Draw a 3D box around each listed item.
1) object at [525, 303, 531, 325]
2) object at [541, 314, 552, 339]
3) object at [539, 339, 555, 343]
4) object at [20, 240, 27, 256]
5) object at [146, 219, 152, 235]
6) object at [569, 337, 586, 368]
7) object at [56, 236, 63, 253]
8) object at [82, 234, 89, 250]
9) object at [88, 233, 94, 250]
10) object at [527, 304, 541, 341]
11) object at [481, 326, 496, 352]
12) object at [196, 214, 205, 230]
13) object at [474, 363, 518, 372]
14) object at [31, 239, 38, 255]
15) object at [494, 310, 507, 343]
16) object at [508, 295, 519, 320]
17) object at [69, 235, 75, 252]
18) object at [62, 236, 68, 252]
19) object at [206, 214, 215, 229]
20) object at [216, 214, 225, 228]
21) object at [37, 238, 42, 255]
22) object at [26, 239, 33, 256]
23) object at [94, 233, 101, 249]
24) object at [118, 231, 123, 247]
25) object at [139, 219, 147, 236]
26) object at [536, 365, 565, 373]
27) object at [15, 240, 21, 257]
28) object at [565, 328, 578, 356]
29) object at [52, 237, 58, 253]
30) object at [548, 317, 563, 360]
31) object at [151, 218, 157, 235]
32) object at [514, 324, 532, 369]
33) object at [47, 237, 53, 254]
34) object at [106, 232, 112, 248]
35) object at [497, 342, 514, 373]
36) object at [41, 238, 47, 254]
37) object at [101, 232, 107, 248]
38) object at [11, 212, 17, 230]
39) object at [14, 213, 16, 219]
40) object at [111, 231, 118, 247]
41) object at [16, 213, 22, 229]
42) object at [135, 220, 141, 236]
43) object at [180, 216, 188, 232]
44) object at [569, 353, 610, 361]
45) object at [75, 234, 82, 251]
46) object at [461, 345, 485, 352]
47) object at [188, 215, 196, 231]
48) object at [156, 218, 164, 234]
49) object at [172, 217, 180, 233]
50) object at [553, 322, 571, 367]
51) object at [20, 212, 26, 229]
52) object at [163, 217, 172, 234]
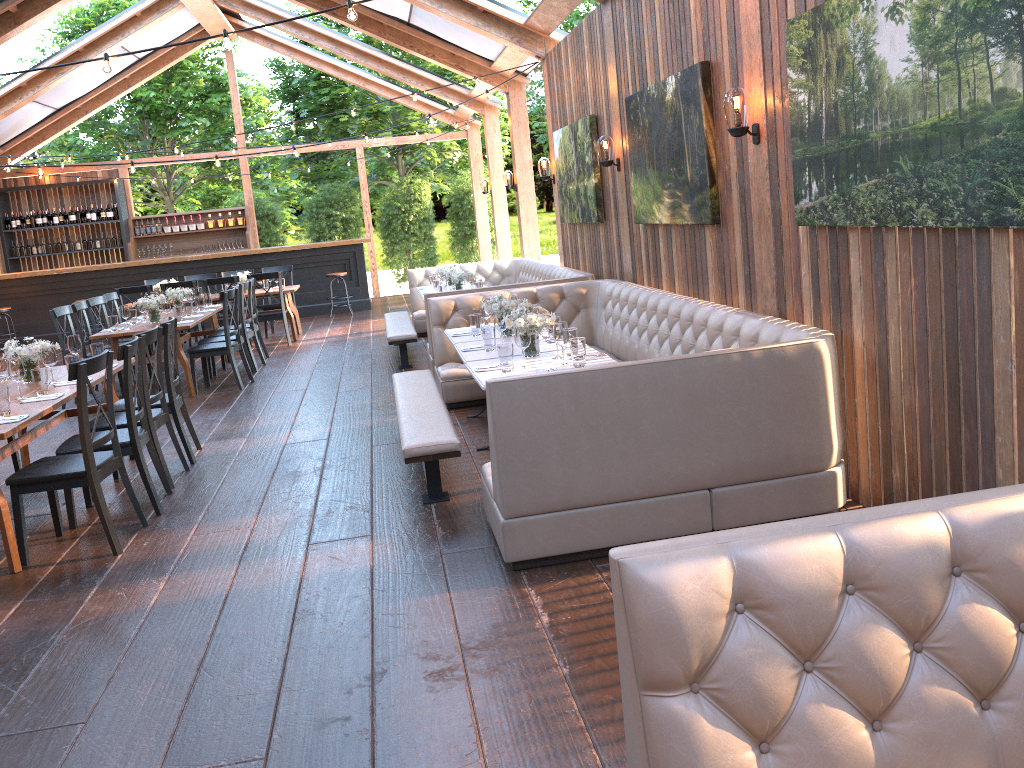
[{"bbox_3d":[0.105,-0.536,6.813,0.092,0.157,0.092,-9,9,-21],"label":"object"},{"bbox_3d":[0.233,-0.391,6.026,0.092,0.157,0.092,-9,9,-21],"label":"object"},{"bbox_3d":[0.309,-0.298,5.879,0.255,0.019,0.159,-7,11,-8],"label":"object"},{"bbox_3d":[-9.238,-2.567,16.701,0.095,0.306,0.094,-13,11,-42],"label":"object"},{"bbox_3d":[-7.101,-3.069,17.290,0.094,0.315,0.095,-7,8,-13],"label":"object"},{"bbox_3d":[0.365,-0.172,4.869,0.092,0.157,0.092,-9,9,-21],"label":"object"},{"bbox_3d":[-8.589,-2.645,16.774,0.094,0.306,0.095,-7,8,-7],"label":"object"},{"bbox_3d":[-8.147,-2.708,16.874,0.094,0.306,0.095,-3,8,19],"label":"object"},{"bbox_3d":[-8.028,-2.716,16.855,0.095,0.306,0.094,-13,11,-42],"label":"object"},{"bbox_3d":[0.148,-0.408,5.934,0.092,0.242,0.093,1,10,39],"label":"object"},{"bbox_3d":[-0.146,-0.291,5.713,0.092,0.157,0.092,-9,9,-21],"label":"object"},{"bbox_3d":[-6.133,-3.185,17.417,0.138,0.308,0.139,-6,8,-4],"label":"object"},{"bbox_3d":[-0.091,-0.103,5.099,0.255,0.019,0.159,-7,11,-8],"label":"object"},{"bbox_3d":[-9.053,-2.597,16.763,0.094,0.306,0.095,-7,8,-11],"label":"object"},{"bbox_3d":[-0.069,-0.358,5.790,0.092,0.242,0.093,1,10,39],"label":"object"},{"bbox_3d":[0.022,-0.552,6.714,0.092,0.242,0.093,-6,8,-5],"label":"object"},{"bbox_3d":[-8.378,-2.677,16.834,0.094,0.306,0.095,-7,8,-8],"label":"object"},{"bbox_3d":[-8.482,-2.655,16.772,0.094,0.306,0.095,-10,9,-26],"label":"object"},{"bbox_3d":[-5.942,-3.195,17.437,0.176,0.286,0.110,-8,8,-13],"label":"object"},{"bbox_3d":[-5.754,-3.223,17.486,0.176,0.286,0.110,-6,8,-3],"label":"object"},{"bbox_3d":[-8.969,-2.611,16.791,0.095,0.306,0.094,-13,11,-43],"label":"object"},{"bbox_3d":[-9.147,-2.586,16.752,0.094,0.306,0.095,-3,8,19],"label":"object"},{"bbox_3d":[-7.925,-2.734,16.896,0.095,0.306,0.094,-13,11,-43],"label":"object"},{"bbox_3d":[-7.513,-2.788,16.966,0.094,0.306,0.095,-3,8,18],"label":"object"},{"bbox_3d":[-7.197,-3.051,17.246,0.094,0.315,0.095,-5,8,7],"label":"object"},{"bbox_3d":[0.219,-0.075,4.808,0.157,0.019,0.257,-7,11,-8],"label":"object"},{"bbox_3d":[-9.326,-2.554,16.680,0.094,0.306,0.095,-6,8,-3],"label":"object"},{"bbox_3d":[0.350,-0.250,5.267,0.092,0.157,0.092,-9,9,-21],"label":"object"},{"bbox_3d":[-8.681,-2.641,16.800,0.094,0.306,0.095,-3,8,18],"label":"object"},{"bbox_3d":[0.259,-0.270,5.191,0.092,0.242,0.093,1,10,39],"label":"object"},{"bbox_3d":[-6.996,-3.076,17.271,0.094,0.315,0.095,-7,8,-13],"label":"object"},{"bbox_3d":[0.063,-0.211,4.993,0.092,0.242,0.093,1,10,39],"label":"object"},{"bbox_3d":[-8.778,-2.632,16.800,0.094,0.306,0.095,-7,8,-12],"label":"object"},{"bbox_3d":[-7.713,-2.758,16.914,0.094,0.306,0.095,-7,8,-12],"label":"object"},{"bbox_3d":[-0.032,-0.146,4.932,0.092,0.157,0.092,-9,9,-21],"label":"object"},{"bbox_3d":[-8.868,-2.612,16.746,0.094,0.306,0.095,-4,8,13],"label":"object"},{"bbox_3d":[-7.820,-2.751,16.927,0.094,0.306,0.095,-4,8,13],"label":"object"},{"bbox_3d":[-9.363,-3.068,16.628,0.088,0.331,0.088,-10,9,-28],"label":"object"},{"bbox_3d":[-9.408,-3.078,16.750,0.078,0.309,0.078,-7,8,-13],"label":"object"},{"bbox_3d":[-7.609,-2.769,16.916,0.094,0.306,0.095,-7,8,-7],"label":"object"},{"bbox_3d":[-9.272,-3.061,16.613,0.077,0.304,0.078,-4,8,8],"label":"object"},{"bbox_3d":[-7.303,-3.043,17.258,0.094,0.315,0.095,-7,8,-8],"label":"object"},{"bbox_3d":[-6.435,-3.144,17.359,0.138,0.308,0.139,-6,8,-4],"label":"object"},{"bbox_3d":[0.429,-0.157,5.117,0.255,0.019,0.159,-7,11,-8],"label":"object"},{"bbox_3d":[-8.257,-2.689,16.833,0.094,0.306,0.095,-7,8,-11],"label":"object"},{"bbox_3d":[-0.213,-0.247,5.878,0.255,0.019,0.159,-7,11,-8],"label":"object"},{"bbox_3d":[-6.286,-3.161,17.374,0.138,0.308,0.139,-8,8,-13],"label":"object"},{"bbox_3d":[-6.896,-3.092,17.303,0.094,0.315,0.095,-5,8,2],"label":"object"},{"bbox_3d":[-6.593,-3.125,17.342,0.138,0.308,0.139,-7,8,-8],"label":"object"},{"bbox_3d":[0.282,-0.224,4.951,0.092,0.242,0.093,1,10,39],"label":"object"},{"bbox_3d":[-9.181,-3.070,16.605,0.077,0.306,0.078,-10,9,-29],"label":"object"},{"bbox_3d":[-6.748,-3.106,17.324,0.138,0.308,0.139,-6,8,-4],"label":"object"}]
